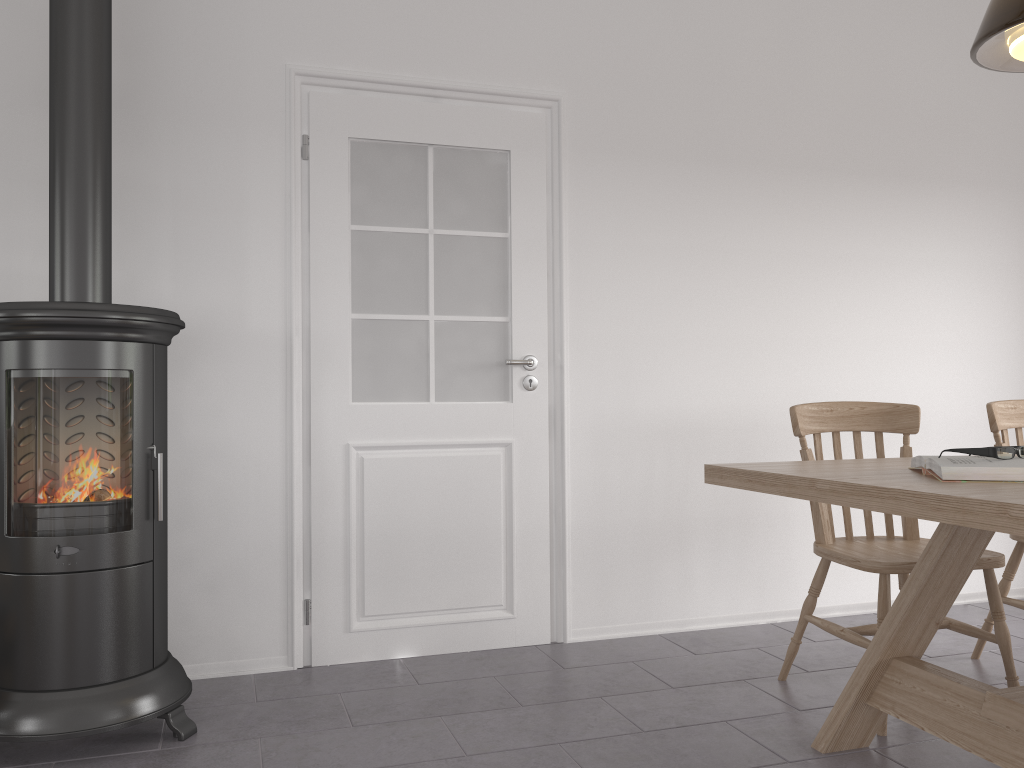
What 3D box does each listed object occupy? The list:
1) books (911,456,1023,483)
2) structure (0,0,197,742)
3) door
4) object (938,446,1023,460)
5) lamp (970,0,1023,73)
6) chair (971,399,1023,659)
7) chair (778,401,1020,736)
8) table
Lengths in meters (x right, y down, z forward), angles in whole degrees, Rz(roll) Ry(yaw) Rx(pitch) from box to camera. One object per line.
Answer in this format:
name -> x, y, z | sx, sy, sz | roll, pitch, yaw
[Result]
books -> 0.985, 0.173, 1.856 | 0.231, 0.040, 0.342 | -1, -1, 14
structure -> -1.268, -1.470, 2.546 | 0.643, 4.887, 0.626 | 0, -1, -42
door -> -0.293, -0.021, 3.214 | 0.902, 2.013, 0.101 | 0, -1, -18
object -> 0.989, 0.143, 1.856 | 0.141, 0.030, 0.135 | 0, -1, -33
lamp -> 1.247, -2.009, 2.012 | 0.410, 2.502, 0.410 | 0, -1, -13
chair -> 1.915, 0.501, 2.942 | 0.506, 0.902, 0.519 | 0, -1, -18
chair -> 1.161, 0.503, 2.701 | 0.506, 0.902, 0.519 | 0, -1, -13
table -> 1.738, 0.564, 2.113 | 2.300, 0.749, 1.001 | 0, -1, -18
